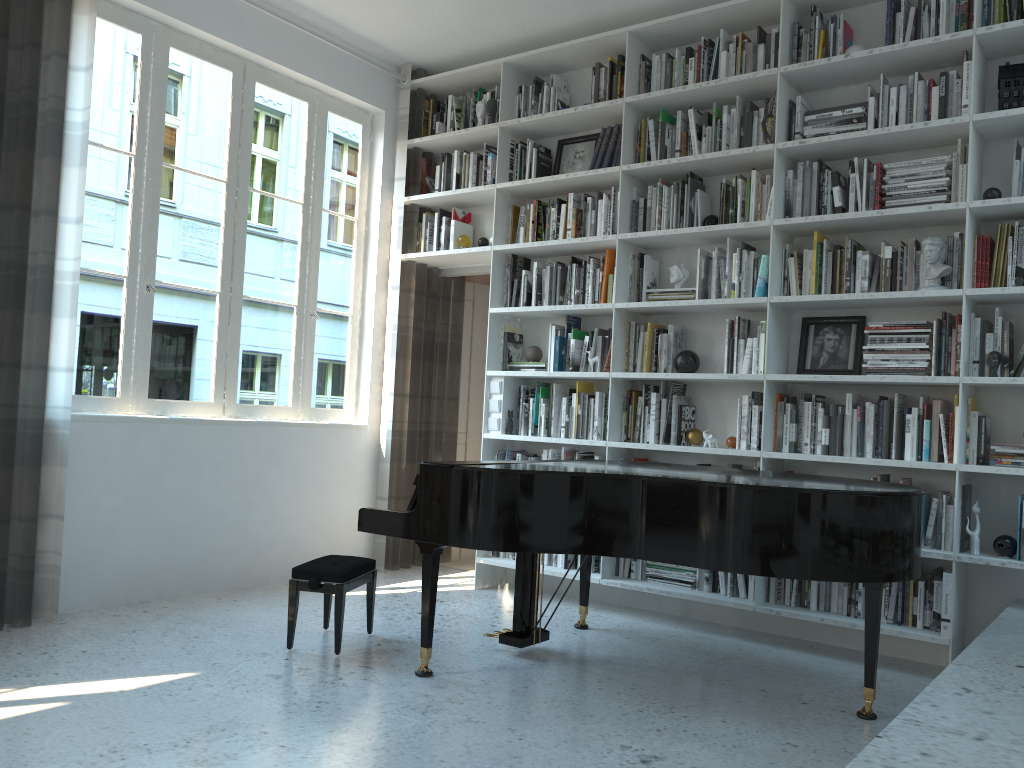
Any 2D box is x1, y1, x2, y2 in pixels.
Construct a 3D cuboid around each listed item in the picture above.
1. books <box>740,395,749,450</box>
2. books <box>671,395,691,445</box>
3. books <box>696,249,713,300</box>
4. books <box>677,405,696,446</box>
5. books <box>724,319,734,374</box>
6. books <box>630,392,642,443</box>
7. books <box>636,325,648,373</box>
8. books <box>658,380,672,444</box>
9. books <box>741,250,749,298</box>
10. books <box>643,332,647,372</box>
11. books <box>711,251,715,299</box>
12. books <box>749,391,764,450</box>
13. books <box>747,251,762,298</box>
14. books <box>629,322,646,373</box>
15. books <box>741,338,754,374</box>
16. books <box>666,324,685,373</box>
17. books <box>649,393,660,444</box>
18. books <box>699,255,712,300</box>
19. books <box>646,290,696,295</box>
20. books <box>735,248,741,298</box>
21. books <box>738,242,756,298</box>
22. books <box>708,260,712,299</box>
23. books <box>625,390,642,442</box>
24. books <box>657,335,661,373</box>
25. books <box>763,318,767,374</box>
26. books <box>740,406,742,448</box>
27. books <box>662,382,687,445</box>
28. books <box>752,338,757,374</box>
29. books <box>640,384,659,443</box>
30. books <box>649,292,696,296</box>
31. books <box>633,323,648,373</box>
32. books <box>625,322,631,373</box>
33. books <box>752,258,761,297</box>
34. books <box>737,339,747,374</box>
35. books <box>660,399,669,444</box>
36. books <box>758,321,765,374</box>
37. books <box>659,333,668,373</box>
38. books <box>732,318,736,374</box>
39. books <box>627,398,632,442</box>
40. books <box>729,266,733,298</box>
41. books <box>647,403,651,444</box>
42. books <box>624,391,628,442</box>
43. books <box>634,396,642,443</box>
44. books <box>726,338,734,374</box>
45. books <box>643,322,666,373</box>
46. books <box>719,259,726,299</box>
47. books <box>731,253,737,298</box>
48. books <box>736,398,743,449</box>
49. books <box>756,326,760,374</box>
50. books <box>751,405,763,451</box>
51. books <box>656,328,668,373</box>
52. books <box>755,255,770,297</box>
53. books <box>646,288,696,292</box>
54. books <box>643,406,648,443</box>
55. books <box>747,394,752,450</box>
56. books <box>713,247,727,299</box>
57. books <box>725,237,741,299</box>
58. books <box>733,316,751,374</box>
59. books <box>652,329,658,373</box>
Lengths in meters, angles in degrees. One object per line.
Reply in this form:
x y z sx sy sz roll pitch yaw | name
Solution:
1.192 0.195 4.438 0.027 0.269 0.159 2 -2 36 | books
0.886 0.192 4.658 0.027 0.261 0.163 2 -2 36 | books
1.002 -0.550 4.624 0.012 0.285 0.159 2 -2 36 | books
0.914 0.218 4.654 0.023 0.212 0.160 2 -2 36 | books
1.124 -0.180 4.520 0.012 0.285 0.159 2 -2 36 | books
0.692 0.181 4.797 0.012 0.272 0.181 2 -2 36 | books
0.732 -0.178 4.804 0.036 0.263 0.166 2 -2 36 | books
0.825 0.153 4.738 0.013 0.339 0.138 2 -2 36 | books
1.202 -0.533 4.475 0.023 0.259 0.170 2 -2 36 | books
0.758 -0.160 4.788 0.025 0.228 0.153 2 -2 36 | books
1.072 -0.539 4.583 0.022 0.267 0.151 2 -2 36 | books
1.223 0.185 4.428 0.014 0.290 0.132 2 -2 36 | books
1.233 -0.530 4.478 0.022 0.256 0.152 2 -2 36 | books
0.689 -0.190 4.840 0.025 0.284 0.145 2 -2 36 | books
1.210 -0.130 4.448 0.057 0.188 0.156 2 -2 36 | books
0.871 -0.176 4.715 0.028 0.266 0.144 2 -2 36 | books
0.792 0.186 4.728 0.027 0.269 0.185 2 -2 36 | books
1.023 -0.531 4.601 0.030 0.247 0.174 2 -2 36 | books
0.880 -0.477 4.724 0.285 0.012 0.159 1 -3 38 | books
1.174 -0.537 4.485 0.012 0.265 0.193 2 -2 36 | books
1.189 -0.554 4.485 0.011 0.300 0.178 2 -2 36 | books
1.061 -0.519 4.608 0.024 0.227 0.137 2 -2 36 | books
0.665 0.176 4.831 0.013 0.283 0.146 2 -2 36 | books
0.824 -0.149 4.734 0.011 0.208 0.180 2 -2 36 | books
1.285 -0.174 4.384 0.011 0.279 0.187 2 -2 36 | books
1.185 0.218 4.464 0.015 0.225 0.148 2 -2 36 | books
0.858 0.158 4.683 0.050 0.328 0.166 2 -2 36 | books
1.245 -0.129 4.428 0.024 0.188 0.172 2 -2 36 | books
0.742 0.163 4.770 0.014 0.313 0.166 2 -2 36 | books
0.878 -0.465 4.722 0.254 0.012 0.161 1 -3 33 | books
0.712 -0.184 4.829 0.026 0.275 0.154 2 -2 36 | books
0.670 -0.190 4.865 0.012 0.285 0.159 2 -2 36 | books
1.251 -0.511 4.464 0.026 0.219 0.150 2 -2 36 | books
1.184 -0.127 4.486 0.030 0.183 0.154 2 -2 36 | books
0.834 0.202 4.718 0.029 0.241 0.135 2 -2 36 | books
1.275 -0.169 4.403 0.027 0.269 0.178 2 -2 36 | books
0.838 -0.153 4.719 0.028 0.216 0.175 2 -2 36 | books
1.158 -0.182 4.504 0.011 0.291 0.156 2 -2 36 | books
0.679 0.198 4.815 0.030 0.239 0.157 2 -2 36 | books
1.152 -0.498 4.534 0.025 0.189 0.140 2 -2 36 | books
0.773 0.212 4.745 0.021 0.215 0.172 2 -2 36 | books
0.660 0.180 4.846 0.013 0.275 0.147 2 -2 36 | books
0.718 0.195 4.787 0.042 0.248 0.162 2 -2 36 | books
1.134 -0.131 4.504 0.025 0.186 0.154 2 -2 36 | books
0.767 -0.184 4.757 0.026 0.274 0.190 2 -2 36 | books
1.112 -0.517 4.558 0.048 0.224 0.149 2 -2 36 | books
1.163 -0.528 4.504 0.028 0.247 0.170 2 -2 36 | books
1.170 0.203 4.466 0.012 0.254 0.161 2 -2 36 | books
1.254 -0.157 4.409 0.012 0.244 0.171 2 -2 36 | books
1.234 0.220 4.408 0.029 0.221 0.153 2 -2 36 | books
0.822 -0.167 4.762 0.028 0.247 0.142 2 -2 36 | books
1.272 -0.516 4.419 0.060 0.227 0.179 2 -2 36 | books
0.877 -0.490 4.720 0.285 0.012 0.159 2 -3 32 | books
0.757 0.222 4.761 0.024 0.196 0.157 2 -2 36 | books
1.216 0.192 4.438 0.010 0.277 0.155 2 -2 36 | books
1.079 -0.549 4.563 0.012 0.286 0.167 2 -2 36 | books
1.133 -0.569 4.535 0.010 0.329 0.173 2 -2 36 | books
1.166 -0.185 4.494 0.012 0.298 0.166 2 -2 36 | books
0.795 -0.167 4.761 0.014 0.244 0.153 2 -2 36 | books
